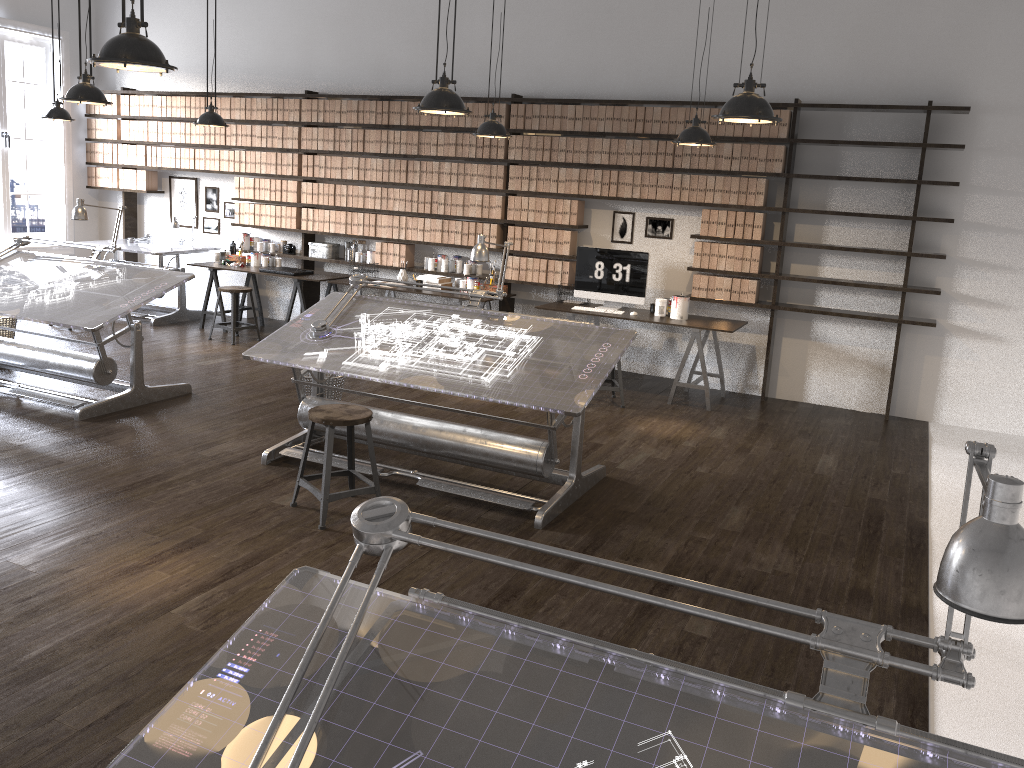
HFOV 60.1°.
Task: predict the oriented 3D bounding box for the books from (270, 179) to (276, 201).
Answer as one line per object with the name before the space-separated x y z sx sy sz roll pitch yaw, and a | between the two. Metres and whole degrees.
books | -2.469 -2.046 9.363 0.067 0.223 0.176 8 12 24

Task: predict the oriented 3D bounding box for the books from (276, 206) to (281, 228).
books | -2.415 -1.769 9.370 0.067 0.224 0.176 8 12 24

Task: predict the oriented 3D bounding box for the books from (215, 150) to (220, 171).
books | -3.143 -2.421 9.620 0.067 0.224 0.176 8 12 24

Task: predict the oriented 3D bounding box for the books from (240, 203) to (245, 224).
books | -2.856 -1.843 9.574 0.067 0.223 0.176 8 12 24

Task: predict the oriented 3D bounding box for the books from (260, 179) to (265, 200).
books | -2.598 -2.067 9.420 0.067 0.223 0.175 8 12 24

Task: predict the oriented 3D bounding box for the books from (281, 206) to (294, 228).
books | -2.356 -1.761 9.348 0.067 0.223 0.176 8 12 24

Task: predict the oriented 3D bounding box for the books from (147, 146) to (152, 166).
books | -4.041 -2.570 10.027 0.067 0.223 0.176 8 12 24

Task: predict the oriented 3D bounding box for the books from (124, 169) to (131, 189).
books | -4.383 -2.360 10.220 0.067 0.223 0.176 8 12 24

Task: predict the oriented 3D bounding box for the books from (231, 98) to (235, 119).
books | -2.912 -2.928 9.441 0.067 0.223 0.176 8 12 24

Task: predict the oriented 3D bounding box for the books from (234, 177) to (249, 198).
books | -2.908 -2.117 9.554 0.067 0.224 0.176 8 12 24

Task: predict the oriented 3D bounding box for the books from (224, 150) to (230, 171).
books | -3.024 -2.402 9.570 0.067 0.223 0.176 8 12 24

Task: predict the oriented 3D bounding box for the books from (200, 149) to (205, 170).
books | -3.331 -2.453 9.707 0.067 0.223 0.175 8 12 24

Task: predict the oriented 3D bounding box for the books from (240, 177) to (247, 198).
books | -2.842 -2.107 9.526 0.067 0.223 0.176 8 12 24

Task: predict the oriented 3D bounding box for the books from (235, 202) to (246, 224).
books | -2.918 -1.852 9.597 0.067 0.224 0.176 8 12 24

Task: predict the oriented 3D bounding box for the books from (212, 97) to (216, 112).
books | -3.163 -2.969 9.551 0.067 0.223 0.175 8 12 24

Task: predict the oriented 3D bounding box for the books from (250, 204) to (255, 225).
books | -2.735 -1.822 9.515 0.067 0.224 0.176 8 12 24

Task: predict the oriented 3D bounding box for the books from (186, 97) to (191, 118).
books | -3.479 -3.020 9.691 0.067 0.224 0.176 8 12 24

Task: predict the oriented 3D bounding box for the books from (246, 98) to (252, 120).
books | -2.726 -2.898 9.358 0.067 0.223 0.176 8 12 24

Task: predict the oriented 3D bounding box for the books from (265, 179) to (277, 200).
books | -2.536 -2.056 9.387 0.067 0.223 0.175 8 12 24

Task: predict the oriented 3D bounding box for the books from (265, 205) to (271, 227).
books | -2.545 -1.791 9.432 0.067 0.223 0.175 8 12 24

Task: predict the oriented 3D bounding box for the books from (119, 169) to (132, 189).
books | -4.449 -2.370 10.248 0.067 0.224 0.176 8 12 24

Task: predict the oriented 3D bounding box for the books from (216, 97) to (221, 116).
books | -3.097 -2.959 9.526 0.067 0.223 0.175 8 12 24

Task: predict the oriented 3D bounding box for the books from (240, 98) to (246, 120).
books | -2.791 -2.907 9.383 0.067 0.224 0.176 8 12 24

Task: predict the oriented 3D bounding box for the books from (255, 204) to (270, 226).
books | -2.670 -1.812 9.490 0.067 0.223 0.176 8 12 24

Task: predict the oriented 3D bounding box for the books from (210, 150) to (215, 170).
books | -3.201 -2.432 9.653 0.067 0.223 0.176 8 12 24

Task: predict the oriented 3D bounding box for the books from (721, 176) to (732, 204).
books | 1.809 -1.615 7.396 0.067 0.223 0.176 8 12 24

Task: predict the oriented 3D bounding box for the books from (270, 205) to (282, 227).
books | -2.480 -1.780 9.399 0.067 0.223 0.176 8 12 24

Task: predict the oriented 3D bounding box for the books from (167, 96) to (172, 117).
books | -3.734 -3.063 9.812 0.067 0.223 0.176 8 12 24

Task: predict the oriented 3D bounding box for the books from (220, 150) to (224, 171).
books | -3.080 -2.412 9.597 0.067 0.223 0.176 8 12 24

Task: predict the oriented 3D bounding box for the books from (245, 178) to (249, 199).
books | -2.784 -2.098 9.502 0.067 0.223 0.176 8 12 24

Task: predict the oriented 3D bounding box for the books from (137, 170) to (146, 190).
books | -4.201 -2.331 10.142 0.067 0.223 0.175 8 12 24

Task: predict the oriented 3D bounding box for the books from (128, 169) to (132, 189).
books | -4.325 -2.351 10.196 0.067 0.223 0.176 8 12 24

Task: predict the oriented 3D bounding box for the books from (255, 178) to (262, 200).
books | -2.662 -2.078 9.449 0.067 0.223 0.176 8 12 24

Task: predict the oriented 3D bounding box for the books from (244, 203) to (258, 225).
books | -2.800 -1.833 9.547 0.067 0.223 0.176 8 12 24

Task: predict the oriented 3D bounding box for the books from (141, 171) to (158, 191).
books | -4.139 -2.320 10.112 0.067 0.223 0.176 8 12 24

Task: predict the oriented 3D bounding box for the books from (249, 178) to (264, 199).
books | -2.725 -2.087 9.471 0.067 0.224 0.176 8 12 24

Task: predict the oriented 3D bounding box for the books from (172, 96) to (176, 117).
books | -3.670 -3.053 9.785 0.067 0.223 0.175 8 12 24

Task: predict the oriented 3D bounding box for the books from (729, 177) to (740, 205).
books | 1.867 -1.604 7.365 0.067 0.224 0.176 8 12 24

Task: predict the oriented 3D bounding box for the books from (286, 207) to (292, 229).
books | -2.296 -1.751 9.324 0.067 0.223 0.176 8 12 24

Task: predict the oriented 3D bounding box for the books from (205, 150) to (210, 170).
books | -3.265 -2.443 9.681 0.067 0.223 0.175 8 12 24

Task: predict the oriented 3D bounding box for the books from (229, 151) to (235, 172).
books | -2.960 -2.391 9.539 0.067 0.224 0.176 8 12 24

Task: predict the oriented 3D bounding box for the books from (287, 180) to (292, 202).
books | -2.267 -2.012 9.269 0.067 0.223 0.176 8 12 24

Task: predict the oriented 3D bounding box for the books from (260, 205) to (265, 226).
books | -2.606 -1.802 9.464 0.067 0.223 0.175 8 12 24

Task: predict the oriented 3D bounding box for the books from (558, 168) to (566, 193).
books | 0.483 -1.832 7.991 0.067 0.223 0.176 8 12 24

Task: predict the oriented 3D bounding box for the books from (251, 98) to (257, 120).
books | -2.662 -2.887 9.331 0.067 0.223 0.175 8 12 24

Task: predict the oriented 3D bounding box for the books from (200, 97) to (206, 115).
books | -3.295 -2.990 9.610 0.067 0.224 0.176 8 12 24

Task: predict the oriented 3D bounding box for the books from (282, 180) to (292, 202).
books | -2.334 -2.024 9.302 0.067 0.223 0.176 8 12 24

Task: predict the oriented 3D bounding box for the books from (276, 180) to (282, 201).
books | -2.404 -2.034 9.327 0.067 0.224 0.176 8 12 24

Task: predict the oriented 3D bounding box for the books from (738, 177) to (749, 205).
books | 1.930 -1.595 7.342 0.067 0.223 0.176 8 12 24

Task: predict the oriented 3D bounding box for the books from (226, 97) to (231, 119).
books | -2.974 -2.937 9.464 0.067 0.224 0.176 8 12 24

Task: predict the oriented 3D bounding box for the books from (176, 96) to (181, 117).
books | -3.609 -3.042 9.753 0.067 0.223 0.175 8 12 24

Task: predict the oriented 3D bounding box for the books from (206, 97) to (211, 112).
books | -3.225 -2.980 9.584 0.067 0.223 0.176 8 12 24

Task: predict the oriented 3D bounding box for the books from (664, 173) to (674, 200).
books | 1.363 -1.687 7.591 0.067 0.224 0.176 8 12 24

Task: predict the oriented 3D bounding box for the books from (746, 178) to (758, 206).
books | 1.995 -1.584 7.314 0.067 0.223 0.175 8 12 24

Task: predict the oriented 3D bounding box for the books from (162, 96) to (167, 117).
books | -3.799 -3.073 9.837 0.067 0.224 0.176 8 12 24

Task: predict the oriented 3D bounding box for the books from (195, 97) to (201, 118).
books | -3.360 -3.002 9.645 0.067 0.223 0.176 8 12 24

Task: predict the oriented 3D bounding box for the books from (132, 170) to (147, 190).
books | -4.267 -2.340 10.165 0.067 0.224 0.176 8 12 24

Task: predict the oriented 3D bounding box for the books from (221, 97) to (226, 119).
books | -3.033 -2.948 9.497 0.067 0.223 0.176 8 12 24

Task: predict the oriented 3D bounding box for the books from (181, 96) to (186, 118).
books | -3.545 -3.031 9.721 0.067 0.223 0.176 8 12 24

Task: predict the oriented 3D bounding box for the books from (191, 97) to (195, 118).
books | -3.420 -3.011 9.670 0.067 0.223 0.176 8 12 24
